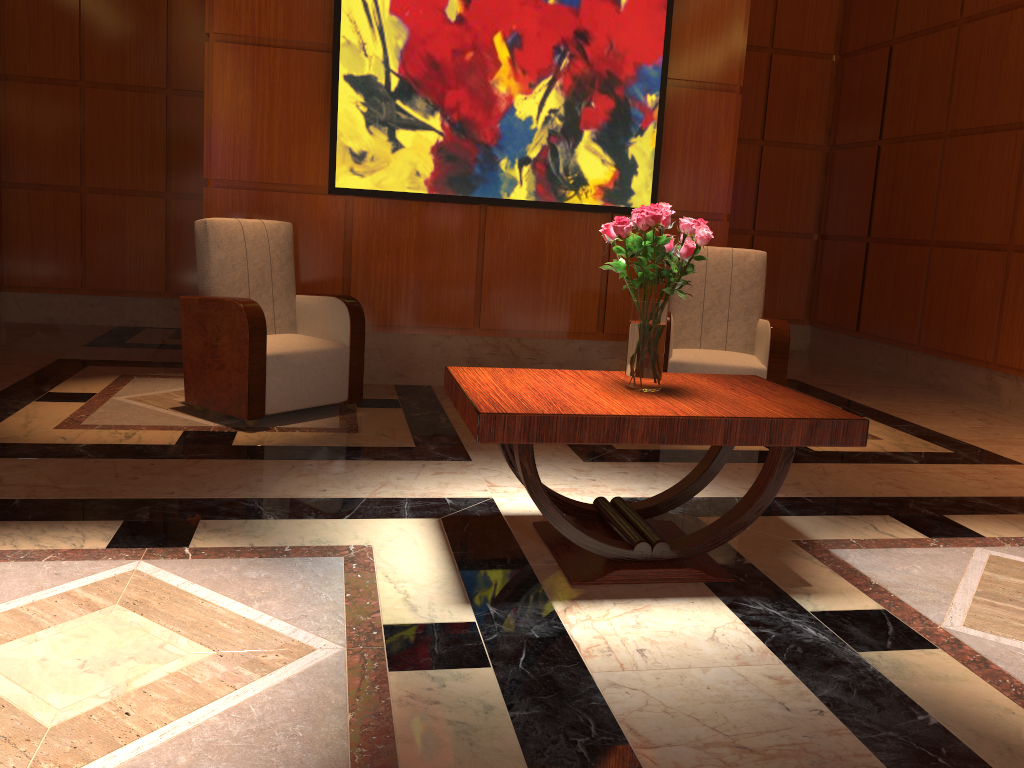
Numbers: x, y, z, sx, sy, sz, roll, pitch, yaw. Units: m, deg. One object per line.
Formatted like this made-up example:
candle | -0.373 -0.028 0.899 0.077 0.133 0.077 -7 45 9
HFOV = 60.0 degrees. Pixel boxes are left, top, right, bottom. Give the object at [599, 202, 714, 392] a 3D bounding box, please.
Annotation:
object | 0.437 -0.278 2.820 0.350 0.592 0.328 5 9 8

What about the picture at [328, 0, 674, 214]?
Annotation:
picture | -0.034 -1.929 5.206 1.996 1.726 0.057 2 9 -12

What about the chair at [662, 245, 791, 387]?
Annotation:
chair | 1.156 -0.294 5.046 0.738 0.955 0.632 5 9 7

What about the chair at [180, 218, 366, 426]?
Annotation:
chair | -1.226 -0.352 4.547 0.631 0.955 0.740 10 11 36

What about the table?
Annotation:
table | 0.393 0.284 2.870 1.167 0.531 0.729 1 10 -12
